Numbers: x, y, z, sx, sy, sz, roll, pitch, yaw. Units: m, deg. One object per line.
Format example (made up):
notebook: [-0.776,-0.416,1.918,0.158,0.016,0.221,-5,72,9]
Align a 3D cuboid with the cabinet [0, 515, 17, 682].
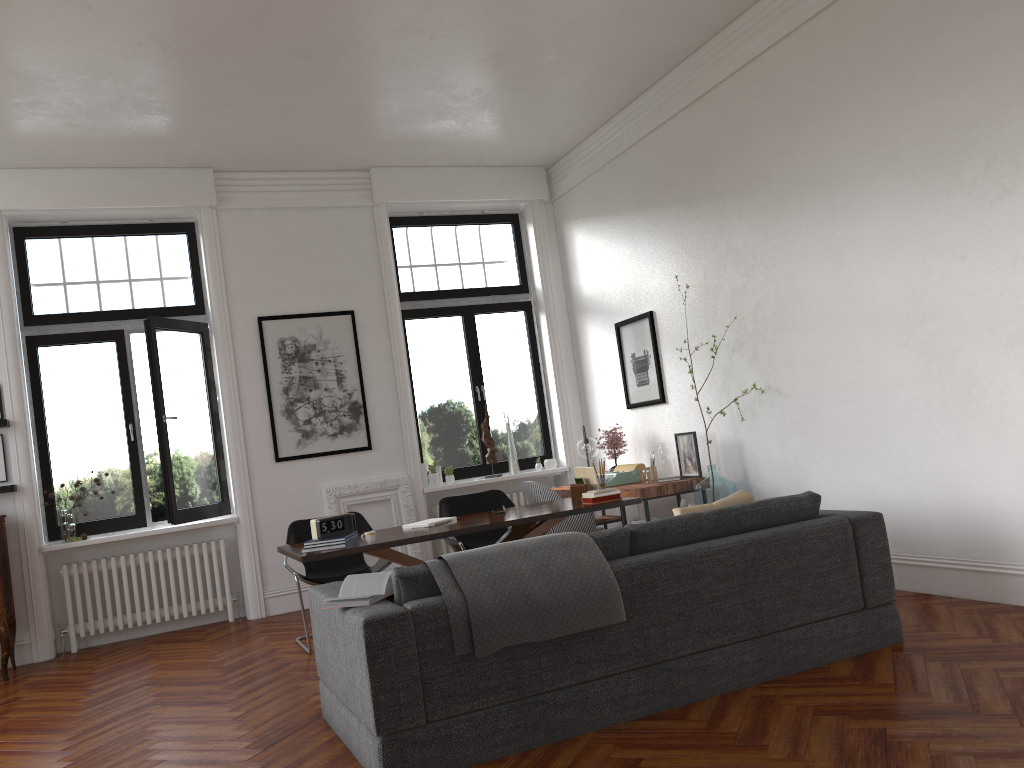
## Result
cabinet: [-4.388,1.666,6.493,1.265,1.217,0.641,-6,-3,-23]

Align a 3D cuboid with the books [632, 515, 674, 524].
books: [1.134,1.079,7.009,0.308,0.038,0.226,-6,-4,-23]

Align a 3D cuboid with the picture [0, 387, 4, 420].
picture: [-4.248,0.158,7.098,0.289,0.303,0.020,-6,-3,-23]

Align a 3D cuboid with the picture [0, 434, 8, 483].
picture: [-4.232,0.611,7.062,0.343,0.384,0.020,-7,-3,-23]

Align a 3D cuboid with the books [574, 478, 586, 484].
books: [0.501,0.745,6.319,0.040,0.157,0.129,-7,-3,-23]

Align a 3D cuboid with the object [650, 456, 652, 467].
object: [1.193,0.716,7.585,0.008,0.207,0.054,-9,-3,32]

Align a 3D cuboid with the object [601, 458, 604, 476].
object: [0.615,0.599,6.015,0.008,0.195,0.037,-7,-3,-11]

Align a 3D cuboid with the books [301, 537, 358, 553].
books: [-1.096,0.971,5.355,0.264,0.027,0.348,-8,-4,2]

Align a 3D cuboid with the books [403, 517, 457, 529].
books: [-0.559,0.948,6.055,0.231,0.026,0.325,-10,-4,32]

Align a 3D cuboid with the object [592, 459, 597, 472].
object: [0.577,0.608,6.053,0.049,0.193,0.008,-10,-3,36]

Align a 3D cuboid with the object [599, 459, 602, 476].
object: [0.603,0.602,6.009,0.008,0.193,0.049,-8,-3,1]

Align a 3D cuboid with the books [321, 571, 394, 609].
books: [-0.645,0.870,3.762,0.225,0.096,0.278,-9,-4,19]

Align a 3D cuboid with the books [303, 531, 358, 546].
books: [-1.089,0.931,5.348,0.250,0.017,0.344,-8,-4,2]

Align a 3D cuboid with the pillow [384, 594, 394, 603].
pillow: [-0.424,0.991,4.007,0.470,0.396,0.330,-9,-3,14]

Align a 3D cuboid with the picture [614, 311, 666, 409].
picture: [1.156,-0.202,8.016,0.050,0.815,0.635,-7,-3,-23]

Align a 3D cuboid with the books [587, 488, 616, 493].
books: [0.607,0.718,5.997,0.159,0.008,0.128,-6,-4,-22]

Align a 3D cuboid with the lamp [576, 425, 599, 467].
lamp: [0.707,0.659,8.317,0.207,0.549,0.442,-8,-3,0]

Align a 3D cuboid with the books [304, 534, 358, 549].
books: [-1.087,0.948,5.347,0.250,0.017,0.344,-8,-4,2]

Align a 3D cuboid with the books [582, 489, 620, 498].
books: [0.603,0.737,5.981,0.207,0.028,0.164,-6,-4,-25]

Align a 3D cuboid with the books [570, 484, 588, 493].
books: [0.478,0.766,6.262,0.028,0.124,0.221,-7,-4,-23]

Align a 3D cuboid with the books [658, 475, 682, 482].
books: [1.261,0.771,7.181,0.214,0.031,0.129,-9,-4,14]

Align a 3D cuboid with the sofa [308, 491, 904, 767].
sofa: [0.435,1.100,4.426,2.642,0.828,1.264,-6,-4,-23]

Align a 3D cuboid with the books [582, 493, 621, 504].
books: [0.601,0.770,5.972,0.215,0.040,0.159,-6,-4,-21]

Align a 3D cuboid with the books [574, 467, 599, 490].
books: [0.543,0.704,6.319,0.043,0.239,0.310,-7,-3,-23]

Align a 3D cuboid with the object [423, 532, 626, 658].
object: [0.039,0.869,3.756,0.751,0.387,0.401,-6,-3,-23]

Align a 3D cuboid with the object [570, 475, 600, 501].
object: [0.528,0.738,6.280,0.149,0.166,0.229,-7,-4,-23]

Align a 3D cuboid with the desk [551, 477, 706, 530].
desk: [0.968,1.242,7.684,0.647,0.757,1.802,-7,-4,-23]

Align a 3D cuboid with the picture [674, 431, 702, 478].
picture: [1.423,0.575,7.167,0.023,0.369,0.283,-7,-3,-23]

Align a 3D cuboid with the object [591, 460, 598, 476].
object: [0.575,0.607,6.027,0.049,0.193,0.008,-7,-3,-19]

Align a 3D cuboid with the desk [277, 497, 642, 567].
desk: [-0.306,1.288,5.862,2.224,0.750,1.032,-6,-4,-23]

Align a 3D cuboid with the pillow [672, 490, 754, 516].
pillow: [1.026,0.799,4.525,0.485,0.460,0.226,-6,-3,-23]

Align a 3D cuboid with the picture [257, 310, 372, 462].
picture: [-1.803,0.006,8.143,0.882,1.322,0.035,-7,-3,-23]

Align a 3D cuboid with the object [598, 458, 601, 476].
object: [0.603,0.603,6.064,0.008,0.195,0.032,-9,-3,21]
